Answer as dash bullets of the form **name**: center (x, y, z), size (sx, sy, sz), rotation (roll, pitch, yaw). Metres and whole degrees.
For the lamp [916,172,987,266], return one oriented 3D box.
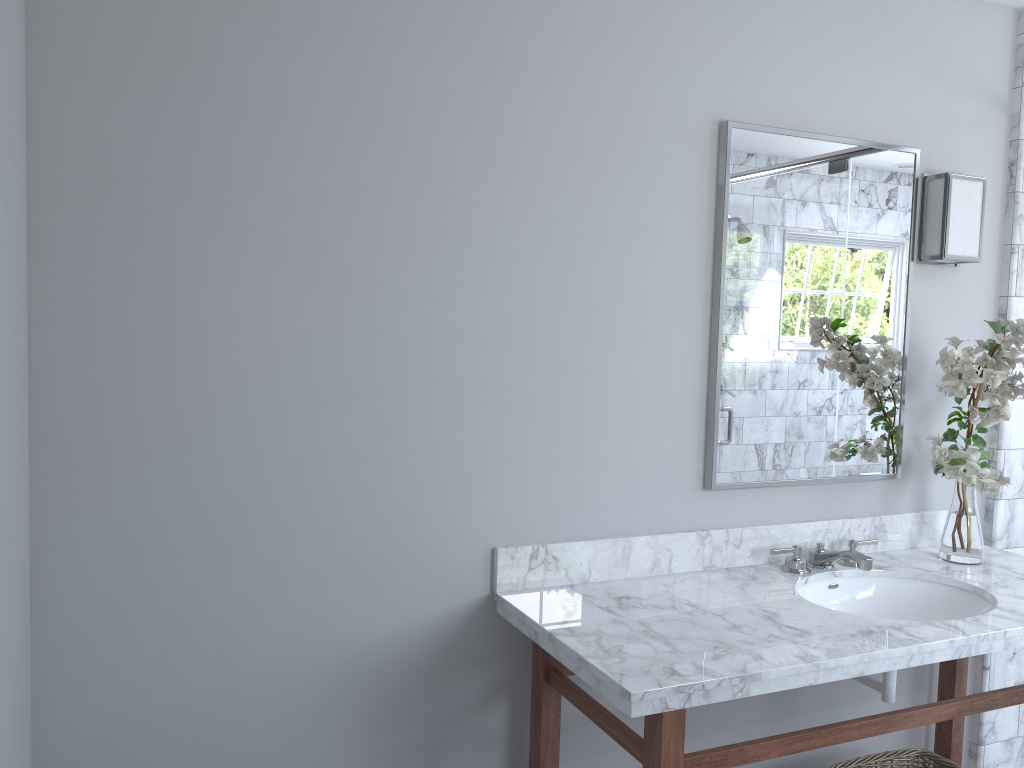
- **lamp**: center (1.316, -0.491, 2.647), size (0.175, 0.266, 0.091), rotation (0, 4, -24)

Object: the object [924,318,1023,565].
- **object**: center (1.313, 0.170, 2.482), size (0.225, 0.706, 0.374), rotation (2, 4, 7)

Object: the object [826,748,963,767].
- **object**: center (1.036, 1.141, 2.365), size (0.417, 0.198, 0.262), rotation (0, 4, -24)

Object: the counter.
- **counter**: center (0.829, 0.910, 2.245), size (1.657, 0.983, 0.638), rotation (0, 4, -24)

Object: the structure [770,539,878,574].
- **structure**: center (0.874, 0.477, 2.476), size (0.256, 0.069, 0.295), rotation (4, 4, 25)

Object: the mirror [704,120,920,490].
- **mirror**: center (0.859, -0.203, 2.501), size (0.694, 0.977, 0.030), rotation (0, 4, -24)

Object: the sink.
- **sink**: center (0.950, 0.682, 2.273), size (0.517, 0.270, 0.494), rotation (4, 4, 25)
